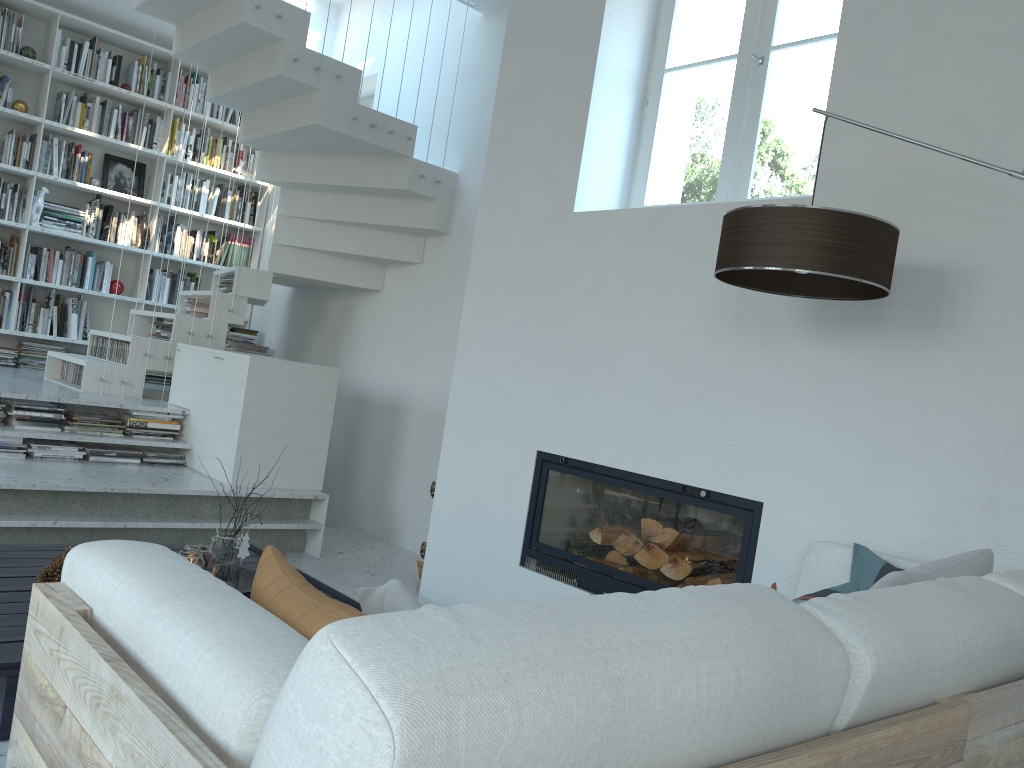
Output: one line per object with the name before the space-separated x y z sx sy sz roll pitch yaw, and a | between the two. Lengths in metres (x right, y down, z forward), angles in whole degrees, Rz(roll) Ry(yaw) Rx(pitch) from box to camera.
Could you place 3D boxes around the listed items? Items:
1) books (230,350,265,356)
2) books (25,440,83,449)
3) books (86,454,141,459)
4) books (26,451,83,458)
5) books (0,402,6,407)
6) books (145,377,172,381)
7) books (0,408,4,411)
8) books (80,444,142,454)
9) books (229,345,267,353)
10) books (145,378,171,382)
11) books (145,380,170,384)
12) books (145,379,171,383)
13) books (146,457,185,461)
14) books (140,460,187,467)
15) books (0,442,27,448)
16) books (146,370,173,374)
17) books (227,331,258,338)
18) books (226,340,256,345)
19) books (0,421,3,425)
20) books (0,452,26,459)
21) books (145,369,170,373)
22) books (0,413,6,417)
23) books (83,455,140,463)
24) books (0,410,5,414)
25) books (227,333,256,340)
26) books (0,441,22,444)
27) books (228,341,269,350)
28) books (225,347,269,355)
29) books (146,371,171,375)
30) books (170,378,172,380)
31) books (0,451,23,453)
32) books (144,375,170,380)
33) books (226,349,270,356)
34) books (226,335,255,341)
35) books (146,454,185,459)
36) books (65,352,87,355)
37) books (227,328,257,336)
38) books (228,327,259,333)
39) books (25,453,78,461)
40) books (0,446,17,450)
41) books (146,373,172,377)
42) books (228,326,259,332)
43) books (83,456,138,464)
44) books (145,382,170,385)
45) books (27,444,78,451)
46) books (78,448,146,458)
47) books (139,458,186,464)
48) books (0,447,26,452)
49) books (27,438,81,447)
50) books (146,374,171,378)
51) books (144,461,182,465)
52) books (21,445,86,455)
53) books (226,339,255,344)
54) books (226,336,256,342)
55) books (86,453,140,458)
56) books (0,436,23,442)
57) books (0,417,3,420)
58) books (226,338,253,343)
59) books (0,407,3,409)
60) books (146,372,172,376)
books | -2.010 -0.233 6.761 0.250 0.007 0.131 9 0 -37
books | -2.341 0.307 4.527 0.242 0.005 0.152 9 0 -40
books | -2.128 0.378 4.707 0.160 0.005 0.254 9 0 45
books | -2.337 0.351 4.515 0.169 0.019 0.232 9 0 44
books | -2.674 0.091 4.488 0.149 0.014 0.228 9 0 -43
books | -2.860 -0.057 6.916 0.360 0.009 0.201 9 0 -38
books | -2.655 0.115 4.508 0.091 0.011 0.189 9 0 -43
books | -2.129 0.344 4.703 0.275 0.009 0.176 9 0 -41
books | -2.013 -0.267 6.770 0.157 0.025 0.234 9 0 45
books | -2.865 -0.049 6.921 0.360 0.009 0.201 9 0 -40
books | -2.860 -0.030 6.912 0.320 0.009 0.202 9 0 -36
books | -2.858 -0.039 6.912 0.201 0.009 0.360 9 0 44
books | -1.940 0.401 4.894 0.225 0.007 0.133 9 0 -37
books | -1.938 0.435 4.887 0.151 0.006 0.262 9 0 45
books | -2.547 0.282 4.332 0.292 0.012 0.159 9 0 -38
books | -2.851 -0.110 6.917 0.354 0.009 0.198 9 0 -38
books | -2.125 -0.387 6.922 0.235 0.014 0.155 9 0 -40
books | -2.135 -0.326 6.924 0.137 0.006 0.233 9 0 44
books | -2.683 0.181 4.494 0.144 0.009 0.249 9 0 -41
books | -2.543 0.331 4.320 0.262 0.023 0.200 9 0 -43
books | -2.846 -0.118 6.913 0.315 0.009 0.199 9 0 -36
books | -2.693 0.134 4.478 0.185 0.014 0.297 9 0 -42
books | -2.126 0.390 4.703 0.250 0.018 0.177 9 0 -38
books | -2.673 0.124 4.494 0.137 0.012 0.242 9 0 -40
books | -2.130 -0.374 6.926 0.206 0.014 0.150 9 0 -41
books | -2.553 0.269 4.342 0.257 0.010 0.132 9 0 -37
books | -2.012 -0.293 6.773 0.267 0.026 0.161 9 0 -36
books | -2.023 -0.250 6.778 0.278 0.012 0.177 9 0 -37
books | -2.850 -0.101 6.915 0.315 0.009 0.199 9 0 -37
books | -2.561 -0.011 7.181 0.368 0.007 0.205 9 0 -35
books | -2.554 0.315 4.335 0.264 0.006 0.164 9 0 -40
books | -2.862 -0.067 6.920 0.320 0.009 0.202 9 0 -42
books | -2.012 -0.239 6.764 0.295 0.006 0.146 9 0 -43
books | -2.135 -0.363 6.930 0.121 0.011 0.215 9 0 44
books | -1.942 0.390 4.898 0.229 0.014 0.133 9 0 -42
books | -3.135 -0.208 6.658 0.368 0.007 0.205 9 0 -39
books | -2.130 -0.408 6.931 0.232 0.025 0.123 9 0 -44
books | -2.118 -0.424 6.920 0.229 0.011 0.159 9 0 -42
books | -2.349 0.366 4.526 0.208 0.015 0.152 9 0 -43
books | -2.546 0.294 4.330 0.210 0.012 0.168 9 0 -37
books | -2.859 -0.085 6.920 0.360 0.009 0.201 9 0 -42
books | -2.114 -0.433 6.917 0.231 0.006 0.152 9 0 -36
books | -2.142 0.401 4.719 0.250 0.009 0.144 9 0 -42
books | -2.869 -0.022 6.921 0.320 0.009 0.202 9 0 -42
books | -2.346 0.318 4.531 0.211 0.018 0.134 9 0 -38
books | -2.120 0.359 4.701 0.288 0.018 0.190 9 0 -42
books | -1.939 0.413 4.892 0.234 0.017 0.151 9 0 -40
books | -2.553 0.308 4.335 0.285 0.008 0.159 9 0 -43
books | -2.341 0.298 4.528 0.220 0.013 0.148 9 0 -42
books | -2.859 -0.076 6.918 0.320 0.009 0.202 9 0 -43
books | -1.940 0.427 4.890 0.179 0.010 0.160 9 0 -41
books | -2.341 0.334 4.523 0.273 0.012 0.158 9 0 -43
books | -2.133 -0.333 6.922 0.193 0.008 0.160 9 0 -41
books | -2.135 -0.353 6.928 0.227 0.009 0.144 9 0 -41
books | -2.139 0.370 4.720 0.273 0.009 0.129 9 0 -38
books | -2.542 0.253 4.331 0.157 0.025 0.234 9 0 44
books | -2.686 0.155 4.487 0.152 0.015 0.207 9 0 -44
books | -2.139 -0.343 6.931 0.183 0.011 0.130 9 0 -43
books | -2.673 0.102 4.491 0.132 0.009 0.269 9 0 -37
books | -2.853 -0.093 6.917 0.354 0.009 0.198 9 0 -44
